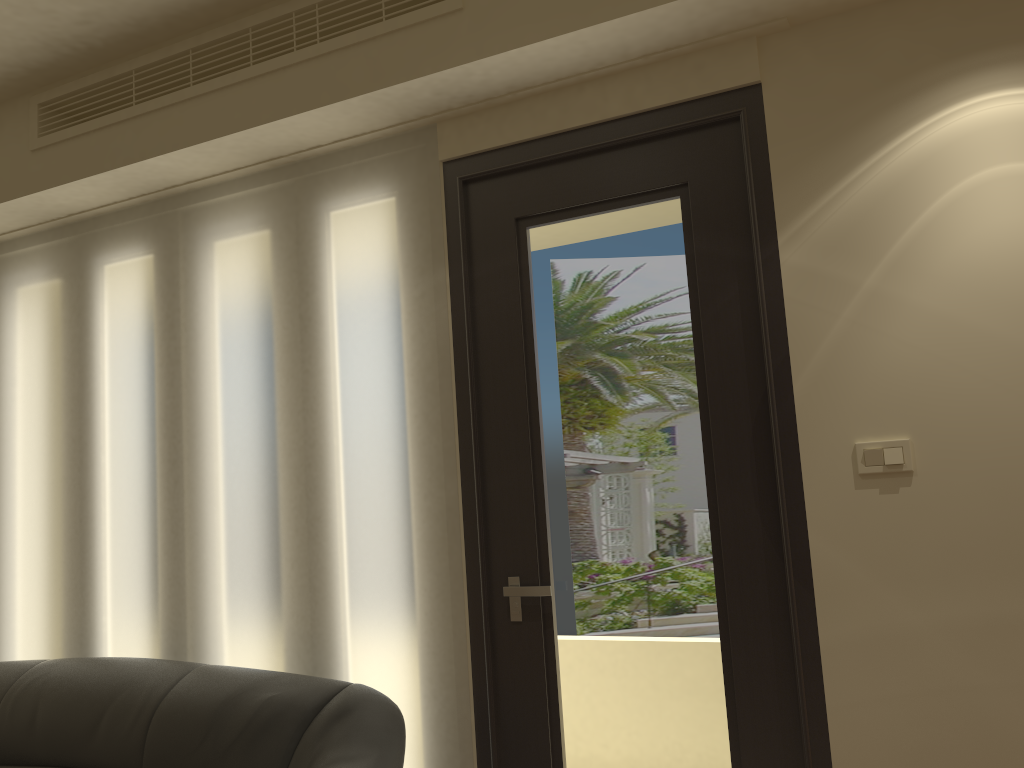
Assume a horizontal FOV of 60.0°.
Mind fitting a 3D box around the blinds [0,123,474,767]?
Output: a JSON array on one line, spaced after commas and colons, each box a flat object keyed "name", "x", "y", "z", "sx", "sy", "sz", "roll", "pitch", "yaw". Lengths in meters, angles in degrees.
[{"name": "blinds", "x": -1.436, "y": 0.524, "z": 3.315, "sx": 2.830, "sy": 2.453, "sz": 0.002, "roll": -7, "pitch": -8, "yaw": 25}]

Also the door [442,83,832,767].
[{"name": "door", "x": 0.326, "y": 0.426, "z": 2.539, "sx": 1.011, "sy": 2.420, "sz": 0.118, "roll": -7, "pitch": -8, "yaw": 25}]

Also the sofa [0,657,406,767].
[{"name": "sofa", "x": -1.454, "y": 1.348, "z": 2.599, "sx": 2.337, "sy": 0.918, "sz": 0.944, "roll": -7, "pitch": -8, "yaw": 25}]
